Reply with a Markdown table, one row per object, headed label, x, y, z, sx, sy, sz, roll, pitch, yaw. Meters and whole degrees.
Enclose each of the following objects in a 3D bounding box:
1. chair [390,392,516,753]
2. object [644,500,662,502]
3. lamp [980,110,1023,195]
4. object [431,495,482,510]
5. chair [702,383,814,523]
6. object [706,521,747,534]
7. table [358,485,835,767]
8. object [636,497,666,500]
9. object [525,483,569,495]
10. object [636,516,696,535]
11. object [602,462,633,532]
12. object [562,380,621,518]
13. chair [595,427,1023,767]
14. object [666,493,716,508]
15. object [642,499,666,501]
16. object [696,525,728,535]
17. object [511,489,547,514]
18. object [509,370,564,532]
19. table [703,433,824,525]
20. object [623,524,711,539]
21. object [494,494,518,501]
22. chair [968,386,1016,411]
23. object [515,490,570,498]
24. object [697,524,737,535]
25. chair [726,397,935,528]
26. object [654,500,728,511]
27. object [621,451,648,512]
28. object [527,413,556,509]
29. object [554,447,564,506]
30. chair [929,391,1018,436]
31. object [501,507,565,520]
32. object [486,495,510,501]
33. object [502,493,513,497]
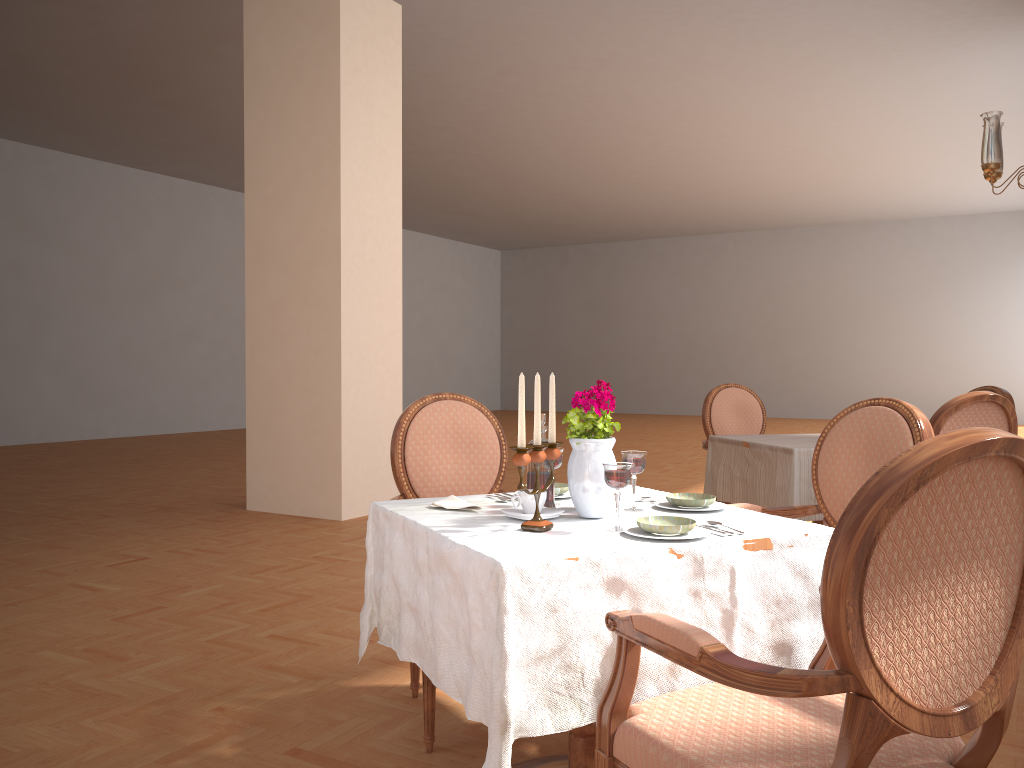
| label | x | y | z | sx | sy | sz | roll | pitch | yaw |
| --- | --- | --- | --- | --- | --- | --- | --- | --- | --- |
| chair | -0.108 | 0.497 | 2.635 | 0.521 | 0.931 | 0.593 | -1 | 2 | -26 |
| object | 0.382 | 0.287 | 2.184 | 0.127 | 0.004 | 0.013 | 0 | 1 | -22 |
| lamp | 2.455 | -1.134 | 4.356 | 0.274 | 0.362 | 0.320 | 1 | 2 | 31 |
| object | -0.151 | 0.282 | 2.107 | 0.095 | 0.012 | 0.234 | 0 | 1 | -21 |
| chair | 1.312 | 0.465 | 4.841 | 0.521 | 0.931 | 0.593 | 0 | 1 | -15 |
| object | 0.437 | 0.292 | 1.810 | 0.027 | 0.006 | 0.125 | 0 | 1 | -24 |
| table | 0.160 | 0.631 | 2.026 | 0.836 | 0.680 | 0.829 | 0 | 1 | -26 |
| object | 0.365 | 0.285 | 2.227 | 0.125 | 0.006 | 0.027 | 0 | 1 | -24 |
| object | 0.092 | 0.273 | 2.290 | 0.117 | 0.024 | 0.117 | 1 | 1 | 41 |
| object | 0.305 | 0.282 | 1.753 | 0.117 | 0.024 | 0.117 | 0 | 1 | -18 |
| object | 0.213 | 0.227 | 1.786 | 0.062 | 0.135 | 0.062 | -1 | 2 | -28 |
| object | 0.170 | 0.140 | 1.950 | 0.124 | 0.302 | 0.143 | 1 | 2 | 29 |
| chair | 0.489 | 0.517 | 1.390 | 0.521 | 0.931 | 0.593 | -1 | 2 | -26 |
| object | 0.422 | 0.277 | 2.094 | 0.117 | 0.024 | 0.117 | 0 | 1 | 10 |
| object | 0.376 | 0.287 | 2.204 | 0.125 | 0.002 | 0.016 | 0 | 1 | -22 |
| object | 0.394 | 0.293 | 1.793 | 0.013 | 0.004 | 0.127 | 0 | 1 | -22 |
| object | 0.037 | 0.260 | 1.947 | 0.078 | 0.049 | 0.062 | 0 | 1 | 3 |
| object | 0.052 | 0.135 | 1.804 | 0.059 | 0.326 | 0.177 | 1 | 2 | 29 |
| table | 1.459 | 0.602 | 4.187 | 0.831 | 0.677 | 0.829 | 0 | 1 | -15 |
| object | 0.305 | 0.293 | 1.753 | 0.171 | 0.005 | 0.171 | 0 | 1 | -9 |
| object | -0.015 | 0.286 | 2.239 | 0.016 | 0.002 | 0.125 | 0 | 1 | -25 |
| chair | 2.131 | 0.474 | 4.369 | 0.593 | 0.931 | 0.521 | 0 | 1 | -15 |
| object | 0.092 | 0.284 | 2.290 | 0.171 | 0.005 | 0.171 | 0 | 1 | -22 |
| object | 0.414 | 0.294 | 1.799 | 0.016 | 0.002 | 0.125 | 0 | 1 | -23 |
| chair | 0.789 | 0.503 | 2.333 | 0.593 | 0.931 | 0.521 | -1 | 2 | -26 |
| object | 0.422 | 0.287 | 2.095 | 0.171 | 0.005 | 0.171 | 0 | 1 | -29 |
| object | 0.280 | 0.224 | 2.039 | 0.062 | 0.135 | 0.062 | -1 | 2 | -28 |
| object | 0.066 | 0.179 | 2.043 | 0.074 | 0.222 | 0.074 | 0 | 2 | 10 |
| object | 0.094 | 0.222 | 2.129 | 0.062 | 0.135 | 0.062 | -1 | 2 | -28 |
| chair | 1.652 | 0.487 | 3.504 | 0.521 | 0.931 | 0.593 | 0 | 1 | -15 |
| object | 0.045 | 0.284 | 1.947 | 0.119 | 0.016 | 0.119 | -1 | 1 | -40 |
| object | -0.037 | 0.284 | 2.226 | 0.027 | 0.006 | 0.125 | 0 | 1 | -27 |
| object | 0.005 | 0.285 | 2.246 | 0.013 | 0.004 | 0.127 | 0 | 1 | -25 |
